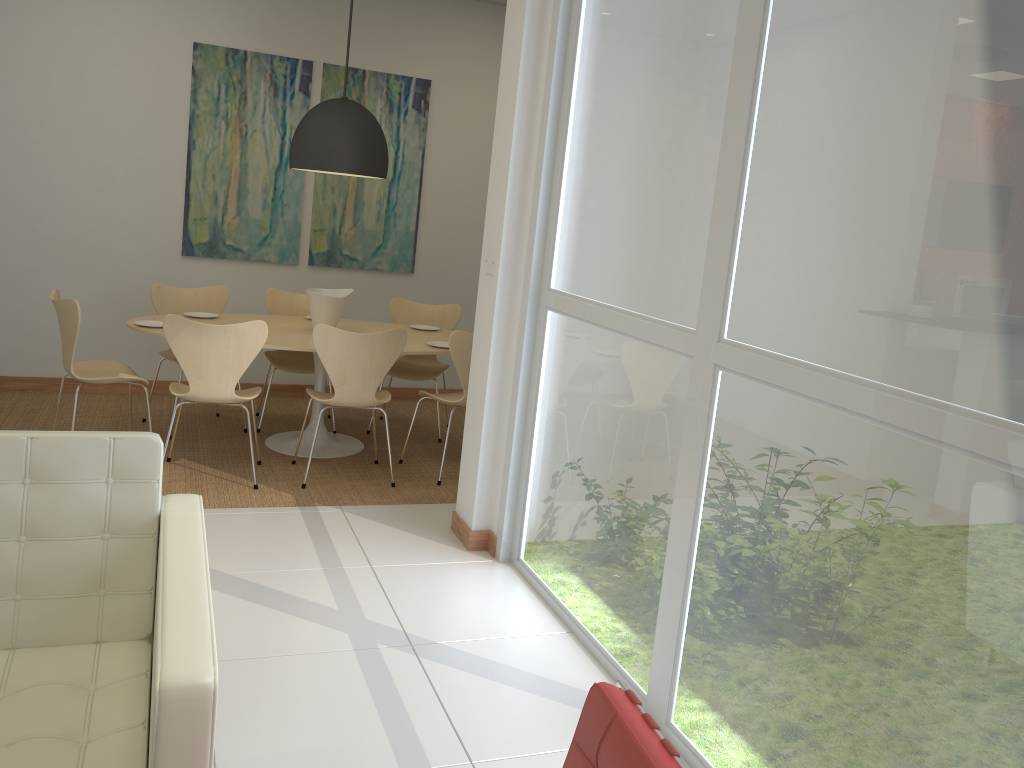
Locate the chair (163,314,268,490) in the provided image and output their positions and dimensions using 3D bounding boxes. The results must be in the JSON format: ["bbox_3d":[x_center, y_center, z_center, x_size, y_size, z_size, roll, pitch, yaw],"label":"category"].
[{"bbox_3d":[-1.594,0.062,4.754,0.521,0.900,0.520,4,9,-14],"label":"chair"}]

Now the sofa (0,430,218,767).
[{"bbox_3d":[-1.891,0.629,1.528,2.562,0.915,1.010,2,10,-21],"label":"sofa"}]

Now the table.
[{"bbox_3d":[-1.223,0.028,5.598,2.260,0.723,1.292,2,11,-21],"label":"table"}]

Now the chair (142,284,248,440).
[{"bbox_3d":[-2.026,-0.166,5.703,0.521,0.900,0.519,-2,11,-42],"label":"chair"}]

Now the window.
[{"bbox_3d":[0.722,-0.154,2.366,0.121,2.692,3.466,3,10,-22],"label":"window"}]

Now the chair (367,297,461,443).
[{"bbox_3d":[-0.672,-0.118,6.204,0.521,0.900,0.520,6,8,2],"label":"chair"}]

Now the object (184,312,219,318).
[{"bbox_3d":[-1.973,-0.434,5.622,0.210,0.015,0.212,6,11,0],"label":"object"}]

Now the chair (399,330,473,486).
[{"bbox_3d":[-0.294,0.091,5.327,0.521,0.900,0.520,-1,11,-38],"label":"chair"}]

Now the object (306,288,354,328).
[{"bbox_3d":[-1.155,-0.461,5.522,0.272,0.278,0.263,8,9,13],"label":"object"}]

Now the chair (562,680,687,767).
[{"bbox_3d":[-0.047,0.956,1.155,0.706,0.810,0.707,3,9,-16],"label":"chair"}]

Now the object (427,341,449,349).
[{"bbox_3d":[-0.419,-0.238,5.461,0.211,0.015,0.211,13,13,32],"label":"object"}]

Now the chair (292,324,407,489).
[{"bbox_3d":[-0.917,0.089,4.990,0.521,0.900,0.520,3,9,-22],"label":"chair"}]

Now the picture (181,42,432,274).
[{"bbox_3d":[-1.510,-1.640,6.628,1.737,1.495,0.020,2,8,-22],"label":"picture"}]

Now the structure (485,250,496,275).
[{"bbox_3d":[-0.101,-0.560,4.068,0.013,0.104,0.115,3,10,-22],"label":"structure"}]

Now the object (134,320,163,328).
[{"bbox_3d":[-2.060,-0.342,5.090,0.210,0.015,0.212,6,11,0],"label":"object"}]

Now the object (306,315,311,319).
[{"bbox_3d":[-1.305,-0.445,6.051,0.210,0.015,0.212,5,11,-4],"label":"object"}]

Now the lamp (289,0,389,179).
[{"bbox_3d":[-0.984,-2.016,5.320,0.593,1.482,0.599,3,9,-20],"label":"lamp"}]

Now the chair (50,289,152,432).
[{"bbox_3d":[-2.299,-0.048,4.939,0.516,0.900,0.525,0,11,-37],"label":"chair"}]

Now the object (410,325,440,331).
[{"bbox_3d":[-0.604,-0.387,6.135,0.210,0.015,0.212,-4,15,-43],"label":"object"}]

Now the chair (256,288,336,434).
[{"bbox_3d":[-1.443,-0.166,6.030,0.521,0.900,0.520,3,9,-17],"label":"chair"}]
